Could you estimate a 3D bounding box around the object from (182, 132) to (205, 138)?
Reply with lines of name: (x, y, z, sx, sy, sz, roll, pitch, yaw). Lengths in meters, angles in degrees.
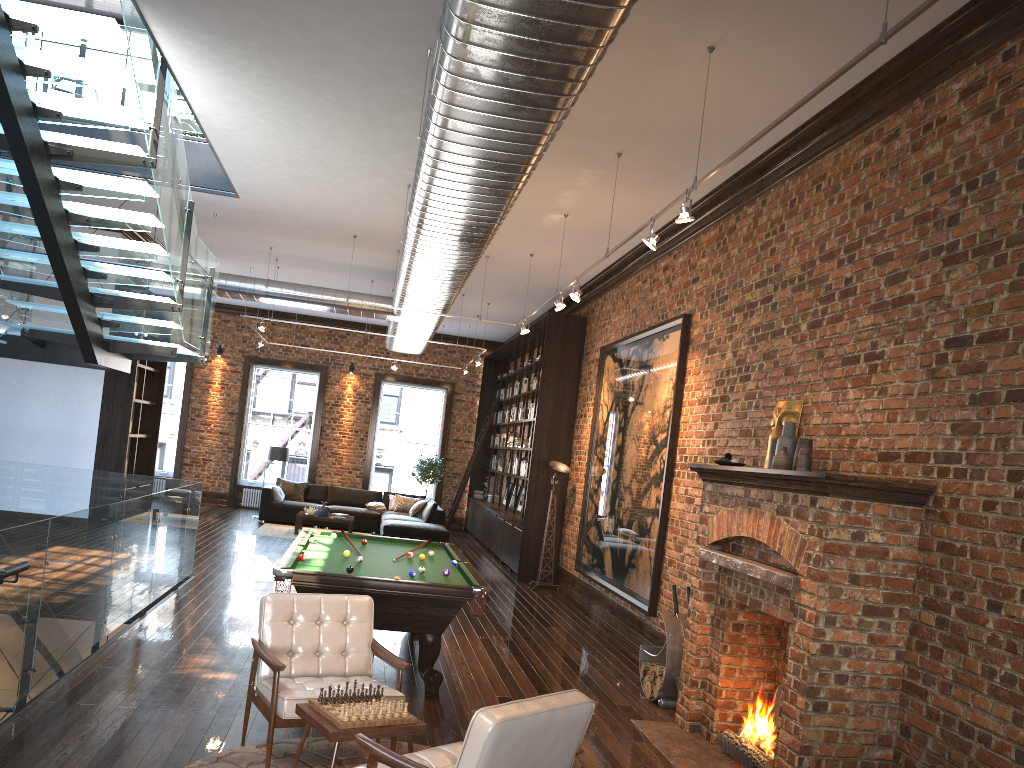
object: (-5.411, -3.563, 14.854, 0.808, 1.862, 0.805, 6, -1, 34)

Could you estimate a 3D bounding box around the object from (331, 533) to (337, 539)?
object: (-1.752, 1.495, 8.721, 0.058, 0.057, 0.057, 7, -2, -8)

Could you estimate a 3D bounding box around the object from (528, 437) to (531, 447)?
object: (0.330, 0.954, 15.129, 0.069, 0.288, 0.117, 7, -1, -16)

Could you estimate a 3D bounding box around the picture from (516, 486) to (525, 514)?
picture: (0.192, 2.148, 16.455, 0.112, 0.497, 0.508, 7, -2, -9)

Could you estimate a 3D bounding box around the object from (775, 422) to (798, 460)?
object: (1.866, 0.432, 6.014, 0.145, 0.349, 0.146, 6, -1, 28)

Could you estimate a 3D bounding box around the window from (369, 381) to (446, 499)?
window: (-2.425, 1.385, 20.487, 1.522, 2.750, 0.155, 7, 0, -9)

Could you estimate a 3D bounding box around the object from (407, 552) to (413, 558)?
object: (-0.908, 1.526, 7.911, 0.057, 0.057, 0.057, 9, -3, -44)

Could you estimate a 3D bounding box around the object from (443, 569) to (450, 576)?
object: (-0.522, 1.500, 7.053, 0.057, 0.057, 0.057, 6, -2, 13)

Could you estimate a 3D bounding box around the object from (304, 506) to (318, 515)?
object: (-3.603, 2.279, 15.940, 0.218, 0.159, 0.219, 5, -4, 33)

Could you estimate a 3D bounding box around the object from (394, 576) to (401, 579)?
object: (-0.825, 1.405, 6.356, 0.057, 0.057, 0.057, 6, -2, 9)

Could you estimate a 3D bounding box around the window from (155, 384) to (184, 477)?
window: (-8.032, 0.645, 19.570, 1.522, 2.750, 0.155, 7, 0, -9)

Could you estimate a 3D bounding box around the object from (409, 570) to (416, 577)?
object: (-0.759, 1.448, 6.767, 0.057, 0.057, 0.057, 7, -2, -4)

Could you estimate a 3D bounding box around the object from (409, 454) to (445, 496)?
object: (-1.963, 2.476, 19.918, 0.812, 1.862, 0.801, 7, -1, -1)

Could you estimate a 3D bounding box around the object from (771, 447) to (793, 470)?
object: (1.769, 0.493, 5.795, 0.135, 0.169, 0.137, 6, -2, 33)

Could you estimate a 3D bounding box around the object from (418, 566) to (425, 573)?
object: (-0.717, 1.475, 7.038, 0.056, 0.057, 0.057, 5, -3, 30)

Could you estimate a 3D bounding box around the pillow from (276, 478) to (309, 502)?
pillow: (-4.477, 2.136, 17.879, 0.702, 0.439, 0.305, 7, -2, -9)

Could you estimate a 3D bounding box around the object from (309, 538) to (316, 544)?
object: (-1.830, 1.436, 8.132, 0.057, 0.057, 0.057, 7, -2, -10)

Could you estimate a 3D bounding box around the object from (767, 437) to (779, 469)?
object: (1.844, 0.492, 6.159, 0.117, 0.249, 0.118, 6, -1, 39)

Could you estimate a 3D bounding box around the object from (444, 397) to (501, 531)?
object: (-0.897, 1.775, 19.271, 0.898, 3.074, 0.495, 7, 0, -9)

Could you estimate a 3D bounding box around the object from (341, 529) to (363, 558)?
object: (-1.500, 1.478, 8.272, 0.028, 0.072, 1.605, 7, -5, -17)

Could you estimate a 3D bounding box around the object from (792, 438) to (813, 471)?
object: (1.919, 0.477, 5.840, 0.120, 0.242, 0.121, 7, -1, 11)

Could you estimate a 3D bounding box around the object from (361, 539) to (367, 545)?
object: (-1.416, 1.516, 8.501, 0.057, 0.057, 0.057, 5, -3, 39)

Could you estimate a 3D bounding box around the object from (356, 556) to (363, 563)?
object: (-1.241, 1.429, 7.217, 0.057, 0.057, 0.056, 9, -3, -39)

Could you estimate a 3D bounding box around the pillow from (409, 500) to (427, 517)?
pillow: (-1.871, 2.476, 17.613, 0.314, 0.355, 0.630, 7, -4, -9)

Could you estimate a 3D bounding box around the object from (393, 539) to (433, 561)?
object: (-0.916, 1.555, 8.368, 0.028, 0.072, 1.612, 7, -5, 7)

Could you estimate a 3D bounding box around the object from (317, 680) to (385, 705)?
object: (-0.779, 1.498, 4.332, 0.336, 0.101, 0.075, 10, -3, -34)

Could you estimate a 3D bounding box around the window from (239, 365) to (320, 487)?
window: (-5.230, 1.015, 20.029, 1.522, 2.750, 0.155, 7, 0, -9)

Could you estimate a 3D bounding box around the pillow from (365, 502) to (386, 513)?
pillow: (-2.754, 2.486, 17.914, 0.410, 0.204, 0.611, 7, -4, -11)

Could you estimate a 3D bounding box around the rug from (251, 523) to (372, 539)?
rug: (-3.558, 2.724, 16.066, 2.024, 0.003, 2.117, 7, -5, -9)

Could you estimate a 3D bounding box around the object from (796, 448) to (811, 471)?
object: (1.879, 0.495, 5.714, 0.081, 0.178, 0.082, 6, -1, 33)

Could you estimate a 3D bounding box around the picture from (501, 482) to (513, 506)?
picture: (-0.098, 2.265, 18.256, 0.112, 0.497, 0.508, 7, -2, -9)

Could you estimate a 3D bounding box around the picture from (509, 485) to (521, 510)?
picture: (0.058, 2.202, 17.287, 0.112, 0.497, 0.508, 7, -2, -9)

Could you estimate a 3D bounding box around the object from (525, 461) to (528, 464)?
object: (0.306, 1.523, 15.879, 0.166, 0.282, 0.015, 7, 0, -9)

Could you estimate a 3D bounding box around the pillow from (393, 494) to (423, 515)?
pillow: (-2.107, 2.450, 18.047, 0.612, 0.361, 0.288, 7, -2, -5)

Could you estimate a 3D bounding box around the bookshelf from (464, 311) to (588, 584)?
bookshelf: (0.008, 1.194, 16.770, 0.601, 3.992, 7.417, 7, -4, -9)

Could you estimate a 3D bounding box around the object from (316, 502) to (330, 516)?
object: (-3.431, 2.271, 16.135, 0.215, 0.251, 0.216, 6, -2, 24)

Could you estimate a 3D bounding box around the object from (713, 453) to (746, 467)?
object: (1.554, 0.545, 6.325, 0.237, 0.105, 0.237, 7, -4, 1)

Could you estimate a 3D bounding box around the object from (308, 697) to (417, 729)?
object: (-0.714, 1.559, 4.225, 0.390, 0.028, 0.387, 10, -6, -34)

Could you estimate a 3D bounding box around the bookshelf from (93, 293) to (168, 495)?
bookshelf: (-5.536, 0.463, 12.947, 0.401, 3.513, 1.782, 7, -1, -9)

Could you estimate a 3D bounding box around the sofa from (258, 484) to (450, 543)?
sofa: (-3.050, 2.443, 16.811, 3.505, 0.803, 3.454, 7, -5, -9)

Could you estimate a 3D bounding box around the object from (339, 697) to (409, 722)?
object: (-0.635, 1.497, 4.118, 0.336, 0.101, 0.075, 10, -3, -34)

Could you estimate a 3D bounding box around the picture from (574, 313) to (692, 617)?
picture: (1.301, 0.902, 10.297, 0.080, 2.997, 3.204, 7, -2, -9)

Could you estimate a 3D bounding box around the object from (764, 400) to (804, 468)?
object: (1.933, 0.382, 6.426, 0.125, 0.535, 0.409, 7, -2, -9)

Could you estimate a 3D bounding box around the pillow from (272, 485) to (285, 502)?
pillow: (-4.595, 2.164, 17.469, 0.244, 0.305, 0.574, 7, -4, -8)

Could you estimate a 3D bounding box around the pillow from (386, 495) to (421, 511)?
pillow: (-2.211, 2.478, 18.213, 0.704, 0.338, 0.270, 7, -2, -9)

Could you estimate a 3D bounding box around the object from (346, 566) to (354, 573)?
object: (-1.206, 1.381, 6.599, 0.057, 0.057, 0.057, 7, -2, -4)

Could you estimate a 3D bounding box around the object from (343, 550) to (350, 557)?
object: (-1.395, 1.434, 7.491, 0.057, 0.057, 0.057, 5, -3, 28)

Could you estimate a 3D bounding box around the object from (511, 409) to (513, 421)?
object: (0.008, 0.631, 17.583, 0.075, 0.255, 0.087, 7, 0, -19)

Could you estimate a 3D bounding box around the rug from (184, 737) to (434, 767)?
rug: (-0.722, 2.065, 4.346, 1.972, 0.015, 1.974, 7, -5, -7)

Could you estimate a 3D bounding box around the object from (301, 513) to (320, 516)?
object: (-3.619, 2.348, 15.928, 0.266, 0.018, 0.202, 5, -5, 15)
